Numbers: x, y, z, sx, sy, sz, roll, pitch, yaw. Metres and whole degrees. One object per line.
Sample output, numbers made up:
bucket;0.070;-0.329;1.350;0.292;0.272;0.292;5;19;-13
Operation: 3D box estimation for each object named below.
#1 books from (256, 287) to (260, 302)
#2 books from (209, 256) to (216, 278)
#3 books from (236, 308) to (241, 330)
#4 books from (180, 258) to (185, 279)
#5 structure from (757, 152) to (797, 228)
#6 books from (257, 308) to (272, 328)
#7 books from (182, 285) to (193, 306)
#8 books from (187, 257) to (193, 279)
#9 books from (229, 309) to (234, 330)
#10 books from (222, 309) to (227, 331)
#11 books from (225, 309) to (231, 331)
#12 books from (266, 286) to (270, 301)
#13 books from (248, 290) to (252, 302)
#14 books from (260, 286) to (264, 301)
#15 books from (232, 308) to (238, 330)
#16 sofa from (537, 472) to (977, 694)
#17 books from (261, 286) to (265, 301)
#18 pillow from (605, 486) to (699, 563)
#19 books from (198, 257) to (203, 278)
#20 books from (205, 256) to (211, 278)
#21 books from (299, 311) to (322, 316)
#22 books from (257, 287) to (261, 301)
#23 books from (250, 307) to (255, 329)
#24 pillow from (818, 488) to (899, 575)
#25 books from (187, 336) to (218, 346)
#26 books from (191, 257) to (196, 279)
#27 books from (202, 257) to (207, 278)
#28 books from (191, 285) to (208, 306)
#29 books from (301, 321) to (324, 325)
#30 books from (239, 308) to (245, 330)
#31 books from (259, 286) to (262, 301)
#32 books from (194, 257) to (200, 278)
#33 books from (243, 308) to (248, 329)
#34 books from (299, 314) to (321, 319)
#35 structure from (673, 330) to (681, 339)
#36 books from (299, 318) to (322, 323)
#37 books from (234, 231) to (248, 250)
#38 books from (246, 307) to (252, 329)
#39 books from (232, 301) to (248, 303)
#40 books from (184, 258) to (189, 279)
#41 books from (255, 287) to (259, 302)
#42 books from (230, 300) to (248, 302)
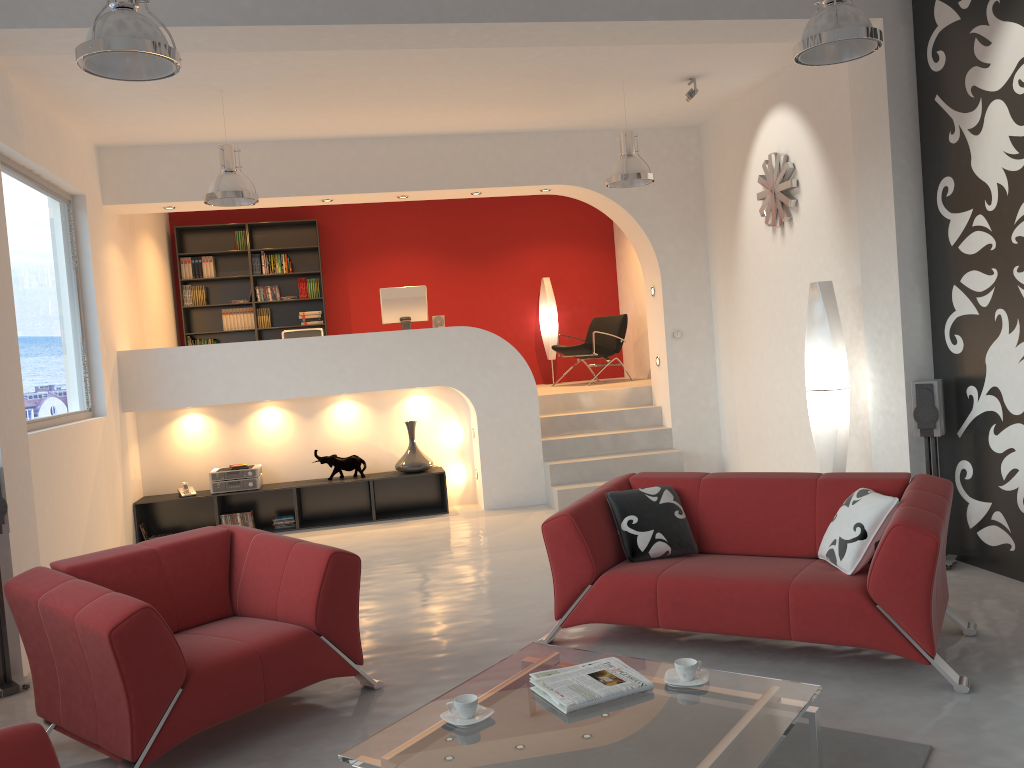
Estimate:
books;-3.058;-1.075;10.699;0.031;0.190;0.135;-5;2;-10
books;-3.570;-1.383;10.577;0.040;0.260;0.200;-5;2;-10
books;-3.273;-0.774;10.647;0.040;0.260;0.200;-5;2;-10
books;-3.889;-1.355;10.520;0.040;0.260;0.200;-5;2;-10
structure;2.118;-1.559;7.142;0.090;0.596;0.596;-5;2;-10
books;-2.991;-0.789;10.710;0.146;0.240;0.170;-5;2;-10
books;-3.844;-1.040;10.549;0.090;0.256;0.181;-5;2;-10
books;-3.809;-1.362;10.534;0.040;0.260;0.200;-5;2;-10
books;-3.352;-0.767;10.633;0.040;0.260;0.200;-5;2;-10
books;-3.432;-0.760;10.619;0.040;0.260;0.200;-5;2;-10
books;-3.392;-0.764;10.626;0.040;0.260;0.200;-5;2;-10
books;-2.940;-1.085;10.720;0.031;0.190;0.135;-5;2;-10
books;-3.147;-1.066;10.683;0.063;0.187;0.135;-5;2;-10
books;-3.013;-1.079;10.707;0.031;0.190;0.135;-5;2;-10
books;-3.313;-0.771;10.640;0.040;0.260;0.200;-5;2;-10
sofa;1.147;0.867;4.323;1.929;0.738;0.951;-3;3;30
books;-2.999;-1.080;10.709;0.031;0.190;0.135;-5;2;-10
pillow;0.718;0.713;4.561;0.402;0.343;0.288;-5;2;-18
books;-3.690;-1.372;10.556;0.040;0.260;0.200;-5;2;-10
books;-3.610;-1.379;10.570;0.040;0.260;0.200;-5;2;-10
books;-2.443;-0.854;10.770;0.260;0.040;0.200;-5;2;-10
books;-3.043;-1.076;10.701;0.031;0.190;0.135;-5;2;-10
books;-3.113;-0.788;10.676;0.040;0.260;0.200;-5;2;-10
pillow;1.580;0.666;4.060;0.288;0.343;0.402;-5;2;-3
books;-3.670;-0.435;10.573;0.341;0.286;0.231;-5;2;-10
books;-3.770;-1.366;10.541;0.040;0.260;0.200;-5;2;-10
books;-3.650;-1.376;10.563;0.040;0.260;0.200;-5;2;-10
books;-3.725;-1.042;10.570;0.146;0.240;0.170;-5;2;-10
books;-2.424;-0.736;10.790;0.260;0.040;0.200;-5;2;-9
books;-3.233;-0.777;10.654;0.040;0.260;0.200;-5;2;-10
books;-3.028;-1.078;10.704;0.031;0.190;0.135;-5;2;-10
books;-3.730;-1.369;10.549;0.040;0.260;0.200;-5;2;-10
books;-3.193;-0.781;10.662;0.040;0.260;0.200;-5;2;-10
books;-2.451;-0.814;10.778;0.260;0.040;0.200;-5;2;-11
structure;1.605;-0.478;8.611;0.080;0.080;0.016;-5;2;-10
books;-2.444;-0.774;10.782;0.260;0.040;0.200;-5;2;-10
books;-3.238;-1.703;10.641;0.146;0.240;0.170;-5;2;-10
books;-3.153;-0.784;10.669;0.040;0.260;0.200;-5;2;-10
books;-3.263;-0.985;10.664;0.190;0.015;0.135;-5;2;-10
books;-3.849;-1.359;10.527;0.040;0.260;0.200;-5;2;-10
books;-3.072;-1.074;10.696;0.031;0.190;0.135;-5;2;-10
books;-3.283;-0.998;10.660;0.190;0.015;0.135;-5;2;-10
